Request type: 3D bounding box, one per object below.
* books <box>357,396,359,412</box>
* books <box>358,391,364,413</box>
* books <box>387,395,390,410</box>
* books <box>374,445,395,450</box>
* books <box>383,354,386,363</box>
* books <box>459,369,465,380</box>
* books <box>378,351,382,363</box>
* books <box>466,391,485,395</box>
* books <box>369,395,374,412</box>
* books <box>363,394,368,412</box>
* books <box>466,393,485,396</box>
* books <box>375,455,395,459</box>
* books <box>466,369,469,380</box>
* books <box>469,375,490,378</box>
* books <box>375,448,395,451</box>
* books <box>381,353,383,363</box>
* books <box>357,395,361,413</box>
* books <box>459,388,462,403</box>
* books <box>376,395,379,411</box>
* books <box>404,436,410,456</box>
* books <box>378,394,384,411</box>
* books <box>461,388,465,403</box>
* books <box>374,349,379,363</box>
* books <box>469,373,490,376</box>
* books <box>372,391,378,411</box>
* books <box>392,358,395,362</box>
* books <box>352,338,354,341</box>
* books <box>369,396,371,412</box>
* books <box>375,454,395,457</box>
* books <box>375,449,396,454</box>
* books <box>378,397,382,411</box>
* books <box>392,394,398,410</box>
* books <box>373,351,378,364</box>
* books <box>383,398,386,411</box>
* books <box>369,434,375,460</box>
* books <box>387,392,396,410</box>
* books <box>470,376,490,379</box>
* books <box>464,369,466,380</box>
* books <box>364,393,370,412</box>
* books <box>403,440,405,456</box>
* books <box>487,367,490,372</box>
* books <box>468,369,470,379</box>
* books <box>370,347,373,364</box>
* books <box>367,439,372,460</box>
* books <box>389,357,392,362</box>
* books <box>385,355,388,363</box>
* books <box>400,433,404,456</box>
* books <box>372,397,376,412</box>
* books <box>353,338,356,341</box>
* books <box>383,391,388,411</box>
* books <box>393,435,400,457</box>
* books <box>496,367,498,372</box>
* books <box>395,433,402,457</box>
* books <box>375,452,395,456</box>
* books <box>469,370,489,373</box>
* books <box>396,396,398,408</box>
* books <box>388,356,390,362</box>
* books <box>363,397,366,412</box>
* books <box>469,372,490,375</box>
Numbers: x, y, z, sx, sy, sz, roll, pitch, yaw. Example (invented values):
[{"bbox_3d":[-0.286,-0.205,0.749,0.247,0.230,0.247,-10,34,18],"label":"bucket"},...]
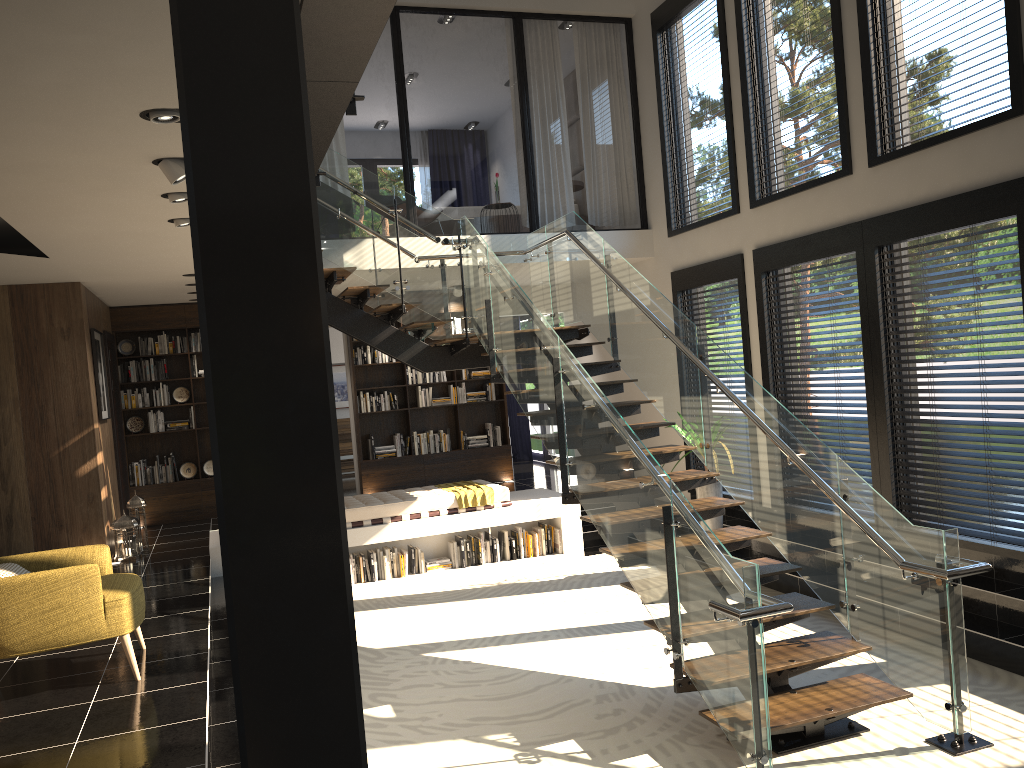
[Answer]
[{"bbox_3d":[-2.056,0.273,11.754,0.025,0.227,0.156,-5,2,-19],"label":"books"},{"bbox_3d":[-1.997,0.240,11.743,0.028,0.282,0.169,-5,2,-19],"label":"books"},{"bbox_3d":[-1.667,0.249,11.873,0.029,0.205,0.170,-5,1,-19],"label":"books"},{"bbox_3d":[-1.713,0.847,11.867,0.257,0.024,0.167,-5,1,-19],"label":"books"},{"bbox_3d":[-1.721,-0.381,11.842,0.034,0.208,0.112,-5,2,-19],"label":"books"},{"bbox_3d":[-0.688,-0.163,12.210,0.024,0.219,0.174,-5,1,-19],"label":"books"},{"bbox_3d":[-1.770,-0.369,11.807,0.032,0.194,0.120,-5,2,-19],"label":"books"},{"bbox_3d":[-0.519,0.124,12.230,0.272,0.022,0.156,-5,1,-20],"label":"books"},{"bbox_3d":[-1.875,0.257,11.797,0.028,0.227,0.136,-5,2,-19],"label":"books"},{"bbox_3d":[-1.950,0.254,11.777,0.023,0.245,0.159,-5,2,-19],"label":"books"},{"bbox_3d":[-0.515,0.145,12.224,0.260,0.021,0.167,-5,1,-21],"label":"books"},{"bbox_3d":[-1.707,0.977,11.885,0.247,0.026,0.148,-5,1,-20],"label":"books"},{"bbox_3d":[-0.636,-0.156,12.207,0.026,0.196,0.147,-5,1,-19],"label":"books"},{"bbox_3d":[-0.448,-0.107,12.296,0.272,0.021,0.156,-5,1,-20],"label":"books"},{"bbox_3d":[-1.714,0.872,11.878,0.271,0.025,0.156,-5,1,-18],"label":"books"},{"bbox_3d":[-1.746,-0.380,11.824,0.025,0.211,0.126,-5,2,-19],"label":"books"},{"bbox_3d":[-2.032,0.265,11.767,0.028,0.237,0.134,-5,2,-19],"label":"books"},{"bbox_3d":[-0.725,0.159,12.152,0.029,0.214,0.149,-5,2,-19],"label":"books"},{"bbox_3d":[-1.805,0.256,11.830,0.021,0.216,0.170,-5,1,-19],"label":"books"},{"bbox_3d":[-1.420,0.836,11.965,0.075,0.255,0.181,-5,1,-19],"label":"books"},{"bbox_3d":[-1.743,0.248,11.831,0.030,0.222,0.190,-5,1,-19],"label":"books"},{"bbox_3d":[-0.693,0.158,12.143,0.026,0.210,0.184,-5,1,-19],"label":"books"},{"bbox_3d":[-1.804,-0.374,11.817,0.025,0.208,0.114,-5,2,-19],"label":"books"},{"bbox_3d":[-0.448,-0.128,12.291,0.259,0.020,0.167,-5,1,-20],"label":"books"},{"bbox_3d":[-1.827,0.230,11.809,0.029,0.272,0.152,-5,2,-19],"label":"books"},{"bbox_3d":[-1.598,-0.391,11.851,0.034,0.206,0.168,-5,1,-19],"label":"books"},{"bbox_3d":[-2.129,-0.691,11.719,0.026,0.263,0.156,-5,2,-19],"label":"books"},{"bbox_3d":[-1.898,0.269,11.789,0.022,0.207,0.130,-5,2,-19],"label":"books"},{"bbox_3d":[-1.703,0.952,11.868,0.258,0.024,0.167,-5,1,-18],"label":"books"},{"bbox_3d":[-1.707,0.899,11.865,0.287,0.031,0.176,-5,1,-21],"label":"books"},{"bbox_3d":[-1.776,0.265,11.833,0.033,0.193,0.172,-5,1,-19],"label":"books"},{"bbox_3d":[-1.572,0.239,11.887,0.028,0.210,0.169,-5,1,-19],"label":"books"},{"bbox_3d":[-1.819,-0.354,11.781,0.029,0.173,0.138,-5,1,-19],"label":"books"},{"bbox_3d":[-1.718,0.271,11.852,0.027,0.171,0.146,-5,1,-19],"label":"books"},{"bbox_3d":[-1.860,0.833,11.784,0.028,0.340,0.203,-5,2,-19],"label":"books"},{"bbox_3d":[-1.619,0.230,11.869,0.070,0.236,0.206,-5,1,-19],"label":"books"},{"bbox_3d":[-0.446,-0.086,12.295,0.266,0.021,0.156,-5,1,-21],"label":"books"},{"bbox_3d":[-0.667,-0.186,12.214,0.023,0.261,0.146,-5,2,-19],"label":"books"},{"bbox_3d":[-1.921,0.245,11.768,0.029,0.258,0.181,-5,2,-19],"label":"books"},{"bbox_3d":[-1.470,0.862,11.966,0.023,0.212,0.123,-5,2,-19],"label":"books"},{"bbox_3d":[-0.310,-0.197,12.331,0.026,0.219,0.156,-5,1,-19],"label":"books"},{"bbox_3d":[-0.624,-0.181,12.244,0.025,0.243,0.119,-5,2,-19],"label":"books"},{"bbox_3d":[-1.868,-0.376,11.794,0.052,0.224,0.099,-5,2,-19],"label":"books"},{"bbox_3d":[-1.896,0.871,11.819,0.025,0.270,0.156,-5,2,-19],"label":"books"},{"bbox_3d":[-1.642,-0.408,11.872,0.032,0.247,0.114,-5,2,-19],"label":"books"},{"bbox_3d":[-1.688,-0.386,11.841,0.028,0.211,0.133,-5,2,-19],"label":"books"},{"bbox_3d":[-1.495,0.820,11.935,0.036,0.302,0.186,-5,2,-19],"label":"books"},{"bbox_3d":[-1.847,0.269,11.798,0.024,0.197,0.173,-5,1,-19],"label":"books"},{"bbox_3d":[-2.099,-0.687,11.720,0.032,0.250,0.167,-5,2,-19],"label":"books"},{"bbox_3d":[-1.689,0.226,11.839,0.029,0.256,0.167,-5,2,-19],"label":"books"},{"bbox_3d":[-1.551,0.834,11.902,0.030,0.284,0.177,-5,2,-19],"label":"books"},{"bbox_3d":[-0.231,-0.189,12.336,0.023,0.189,0.197,-5,1,-19],"label":"books"},{"bbox_3d":[-1.528,0.818,11.929,0.031,0.310,0.169,-5,2,-19],"label":"books"},{"bbox_3d":[-1.709,0.927,11.879,0.271,0.025,0.156,-5,1,-18],"label":"books"},{"bbox_3d":[-0.456,-0.168,12.302,0.246,0.021,0.148,-5,1,-19],"label":"books"},{"bbox_3d":[-1.562,0.250,11.936,0.022,0.185,0.127,-5,2,-19],"label":"books"},{"bbox_3d":[-1.662,-0.367,11.853,0.025,0.170,0.113,-5,2,-19],"label":"books"},{"bbox_3d":[-1.966,0.279,11.751,0.028,0.199,0.175,-5,1,-19],"label":"books"},{"bbox_3d":[-0.449,-0.148,12.288,0.260,0.020,0.167,-5,1,-21],"label":"books"}]
